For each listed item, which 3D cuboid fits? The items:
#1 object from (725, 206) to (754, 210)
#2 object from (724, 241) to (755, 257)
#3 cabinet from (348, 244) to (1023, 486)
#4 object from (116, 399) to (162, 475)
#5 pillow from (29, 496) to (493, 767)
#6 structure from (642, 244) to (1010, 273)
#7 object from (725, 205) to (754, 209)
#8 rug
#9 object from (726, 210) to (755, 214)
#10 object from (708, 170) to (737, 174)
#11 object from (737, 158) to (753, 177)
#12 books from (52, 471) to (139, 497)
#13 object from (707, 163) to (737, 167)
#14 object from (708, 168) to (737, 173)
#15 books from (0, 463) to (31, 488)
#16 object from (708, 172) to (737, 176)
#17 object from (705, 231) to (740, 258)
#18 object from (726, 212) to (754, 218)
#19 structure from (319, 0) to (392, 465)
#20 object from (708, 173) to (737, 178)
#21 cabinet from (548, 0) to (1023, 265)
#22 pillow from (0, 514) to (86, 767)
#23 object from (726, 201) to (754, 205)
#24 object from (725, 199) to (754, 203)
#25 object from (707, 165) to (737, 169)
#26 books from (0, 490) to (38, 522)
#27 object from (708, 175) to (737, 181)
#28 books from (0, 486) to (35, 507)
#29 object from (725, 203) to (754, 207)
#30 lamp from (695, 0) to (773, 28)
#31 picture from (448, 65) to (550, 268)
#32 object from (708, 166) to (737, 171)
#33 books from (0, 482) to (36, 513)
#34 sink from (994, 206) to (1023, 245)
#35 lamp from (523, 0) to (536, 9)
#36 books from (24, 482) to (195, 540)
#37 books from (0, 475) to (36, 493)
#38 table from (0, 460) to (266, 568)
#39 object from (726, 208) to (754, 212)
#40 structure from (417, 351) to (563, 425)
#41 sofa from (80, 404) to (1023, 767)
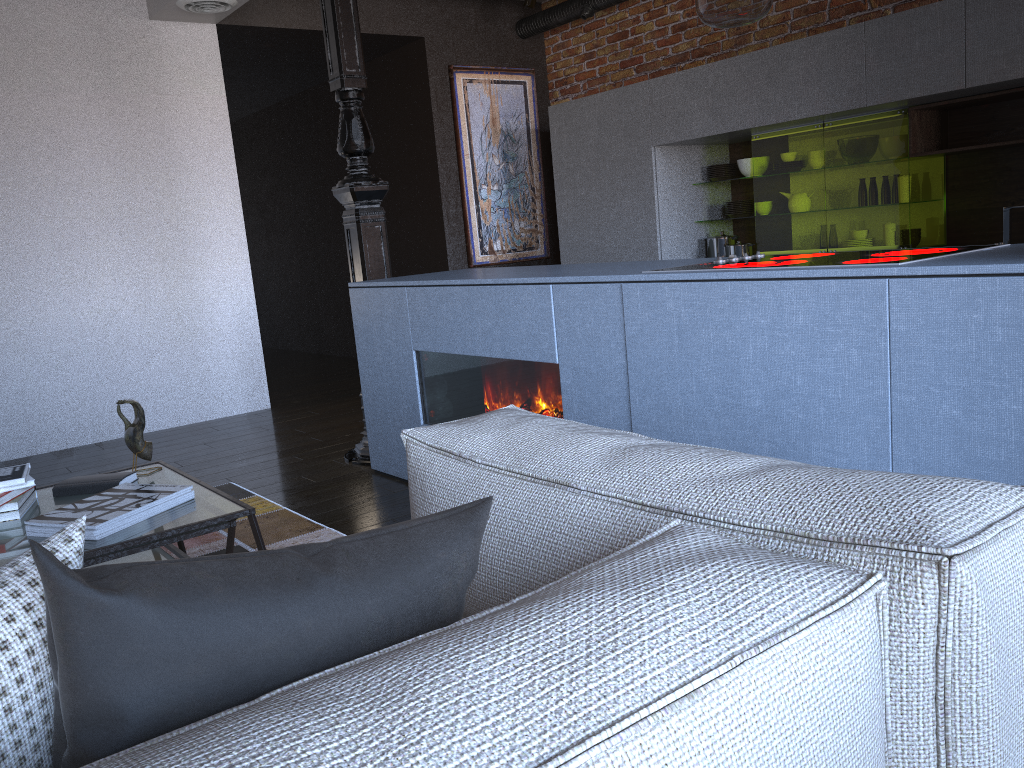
[{"bbox_3d":[1.416,-1.080,5.499,0.180,0.027,0.180,-2,10,22],"label":"object"},{"bbox_3d":[1.374,-0.806,5.352,0.159,0.117,0.172,-4,10,6],"label":"object"},{"bbox_3d":[0.466,0.042,2.880,0.607,0.845,2.959,-13,12,-36],"label":"cabinet"},{"bbox_3d":[-1.076,0.146,2.529,0.099,0.223,0.093,-5,10,3],"label":"object"},{"bbox_3d":[-0.248,0.286,0.879,0.238,0.417,0.538,4,13,43],"label":"pillow"},{"bbox_3d":[0.795,-0.317,2.335,0.504,0.057,0.763,-12,12,-36],"label":"structure"},{"bbox_3d":[1.415,-1.091,5.497,0.180,0.027,0.180,-2,10,22],"label":"object"},{"bbox_3d":[-1.103,0.654,2.629,1.431,0.013,2.363,-12,12,-36],"label":"rug"},{"bbox_3d":[1.418,-1.059,5.502,0.180,0.027,0.180,-2,10,22],"label":"object"},{"bbox_3d":[1.319,-1.317,5.558,0.180,0.027,0.180,-2,10,22],"label":"object"},{"bbox_3d":[1.464,-1.309,5.375,0.191,0.113,0.191,-10,11,-27],"label":"object"},{"bbox_3d":[-1.134,0.269,2.421,0.182,0.029,0.129,-5,10,1],"label":"books"},{"bbox_3d":[1.315,-1.359,5.551,0.180,0.027,0.180,-2,10,22],"label":"object"},{"bbox_3d":[1.318,-1.328,5.556,0.180,0.027,0.180,-2,10,22],"label":"object"},{"bbox_3d":[-1.363,0.248,2.223,0.267,0.014,0.196,-10,11,-25],"label":"books"},{"bbox_3d":[1.320,-1.307,5.560,0.180,0.027,0.180,-2,10,22],"label":"object"},{"bbox_3d":[1.323,-0.869,5.568,0.193,0.178,0.208,-4,10,6],"label":"object"},{"bbox_3d":[1.419,-1.048,5.504,0.180,0.027,0.180,-2,10,22],"label":"object"},{"bbox_3d":[-2.897,-0.083,0.831,0.481,2.396,8.505,1,12,34],"label":"structure"},{"bbox_3d":[1.321,-1.296,5.562,0.180,0.027,0.180,-2,10,22],"label":"object"},{"bbox_3d":[1.867,-0.897,4.726,0.713,1.810,4.172,-13,12,-36],"label":"cabinet"},{"bbox_3d":[-0.529,0.356,0.704,0.250,0.402,0.543,2,12,35],"label":"pillow"},{"bbox_3d":[1.413,-1.112,5.493,0.180,0.027,0.180,-2,10,22],"label":"object"},{"bbox_3d":[1.412,-1.121,5.491,0.180,0.027,0.180,-2,10,22],"label":"object"},{"bbox_3d":[1.316,-1.349,5.553,0.180,0.027,0.180,-2,10,22],"label":"object"},{"bbox_3d":[-1.357,0.324,2.240,0.247,0.024,0.209,-8,10,-17],"label":"books"},{"bbox_3d":[1.322,-1.286,5.564,0.180,0.027,0.180,-2,10,22],"label":"object"},{"bbox_3d":[-1.356,0.284,2.209,0.239,0.023,0.190,-6,10,-2],"label":"books"},{"bbox_3d":[1.414,-1.101,5.495,0.180,0.027,0.180,-2,10,22],"label":"object"},{"bbox_3d":[0.530,-1.395,2.197,0.194,0.956,0.197,-7,10,-6],"label":"lamp"},{"bbox_3d":[-0.081,-1.665,6.795,0.779,1.472,0.067,-13,12,-36],"label":"picture"},{"bbox_3d":[1.317,-1.338,5.555,0.180,0.027,0.180,-2,10,22],"label":"object"},{"bbox_3d":[-1.360,0.302,2.236,0.251,0.023,0.209,-8,10,-17],"label":"books"},{"bbox_3d":[2.531,-0.644,3.795,0.381,0.287,0.827,-12,12,-36],"label":"sink"},{"bbox_3d":[0.131,-2.713,6.159,0.130,0.207,0.091,-1,11,25],"label":"lamp"},{"bbox_3d":[-0.954,0.300,2.124,0.225,0.038,0.308,-1,10,23],"label":"books"},{"bbox_3d":[-1.361,0.263,2.226,0.267,0.014,0.196,-13,12,-37],"label":"books"},{"bbox_3d":[-1.113,0.516,2.189,0.842,0.389,0.848,-12,12,-36],"label":"table"},{"bbox_3d":[1.417,-1.069,5.501,0.180,0.027,0.180,-2,10,22],"label":"object"},{"bbox_3d":[0.040,0.048,3.257,0.332,0.395,0.943,-13,12,-36],"label":"structure"},{"bbox_3d":[-1.296,0.522,1.601,2.534,0.698,3.299,-13,12,-36],"label":"sofa"}]
